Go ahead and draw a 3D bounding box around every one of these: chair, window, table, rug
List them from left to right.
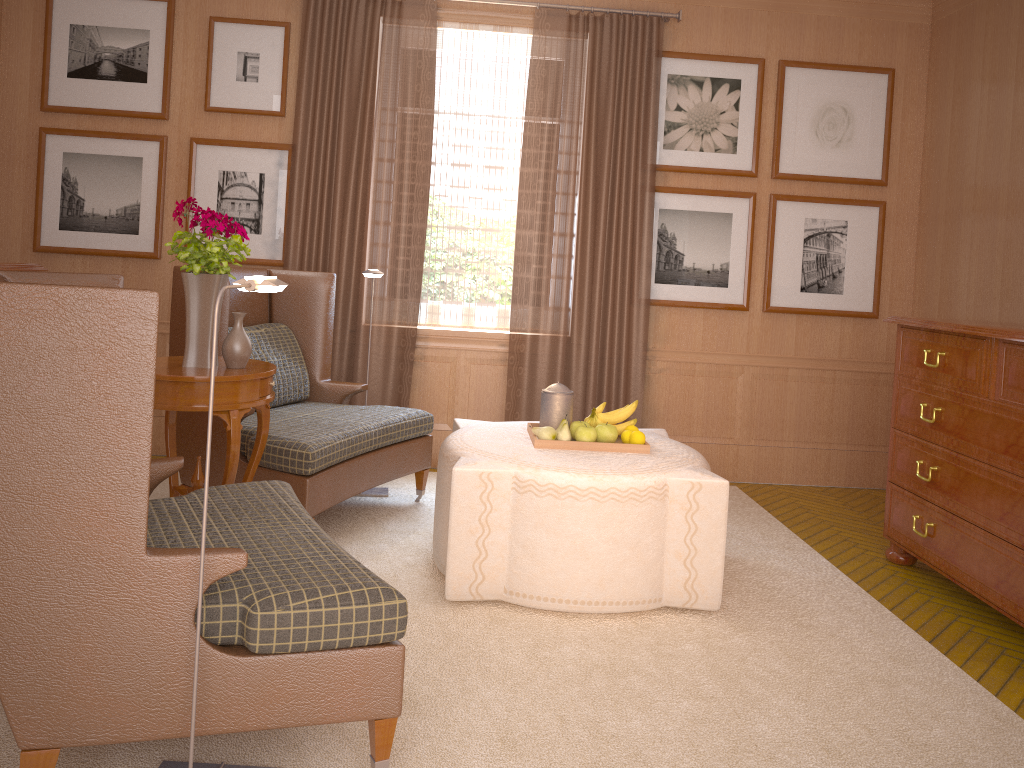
[{"bbox_3d":[-1.601,0.526,3.971,1.717,1.969,1.925,1,5,-29],"label":"chair"},{"bbox_3d":[-2.050,0.562,5.727,0.926,1.369,1.044,4,3,4],"label":"table"},{"bbox_3d":[-1.814,0.069,7.237,1.726,1.969,1.916,5,4,21],"label":"chair"},{"bbox_3d":[-0.426,1.461,4.968,5.990,0.020,8.026,3,8,-4],"label":"rug"},{"bbox_3d":[-0.392,-2.221,9.505,2.432,3.373,0.849,3,1,-4],"label":"window"}]

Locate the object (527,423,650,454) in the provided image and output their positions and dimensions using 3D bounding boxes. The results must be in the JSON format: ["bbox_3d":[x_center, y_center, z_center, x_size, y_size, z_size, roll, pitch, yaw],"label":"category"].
[{"bbox_3d":[0.533,0.386,6.357,0.800,0.059,0.644,3,8,-4],"label":"object"}]

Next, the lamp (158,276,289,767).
[{"bbox_3d":[-1.164,0.581,3.555,0.562,2.027,0.633,3,2,-33],"label":"lamp"}]

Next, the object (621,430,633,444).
[{"bbox_3d":[0.830,0.383,6.249,0.111,0.110,0.134,3,5,-1],"label":"object"}]

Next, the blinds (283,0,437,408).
[{"bbox_3d":[-1.571,-1.542,8.912,1.428,4.791,0.267,3,1,-2],"label":"blinds"}]

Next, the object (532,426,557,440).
[{"bbox_3d":[0.219,0.356,6.118,0.194,0.128,0.133,5,5,16],"label":"object"}]

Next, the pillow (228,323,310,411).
[{"bbox_3d":[-2.208,-0.139,7.399,0.540,0.705,1.078,5,6,21],"label":"pillow"}]

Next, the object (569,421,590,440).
[{"bbox_3d":[0.489,0.336,6.303,0.155,0.134,0.160,4,5,0],"label":"object"}]

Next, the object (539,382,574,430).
[{"bbox_3d":[0.326,0.177,6.416,0.234,0.391,0.236,2,3,-37],"label":"object"}]

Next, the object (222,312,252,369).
[{"bbox_3d":[-1.776,-0.283,5.696,0.186,0.357,0.186,5,3,30],"label":"object"}]

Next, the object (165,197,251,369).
[{"bbox_3d":[-1.958,-0.659,5.687,0.524,1.087,0.458,3,2,-5],"label":"object"}]

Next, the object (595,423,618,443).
[{"bbox_3d":[0.661,0.355,6.205,0.170,0.147,0.172,8,7,42],"label":"object"}]

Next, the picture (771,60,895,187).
[{"bbox_3d":[3.395,-2.751,9.298,1.249,1.247,0.048,3,1,-4],"label":"picture"}]

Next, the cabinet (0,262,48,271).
[{"bbox_3d":[-4.373,0.171,5.608,1.415,1.935,2.789,3,5,-4],"label":"cabinet"}]

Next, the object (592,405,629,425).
[{"bbox_3d":[0.713,0.243,6.476,0.376,0.171,0.065,-1,4,-37],"label":"object"}]

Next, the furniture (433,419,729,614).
[{"bbox_3d":[0.423,0.861,6.357,1.948,0.897,1.968,3,7,-7],"label":"furniture"}]

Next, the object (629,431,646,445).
[{"bbox_3d":[0.879,0.391,6.165,0.114,0.133,0.107,7,5,43],"label":"object"}]

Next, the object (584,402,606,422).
[{"bbox_3d":[0.601,0.229,6.520,0.104,0.158,0.377,5,7,20],"label":"object"}]

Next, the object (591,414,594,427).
[{"bbox_3d":[0.646,0.286,6.513,0.062,0.181,0.395,4,6,25],"label":"object"}]

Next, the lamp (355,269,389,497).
[{"bbox_3d":[-1.265,-0.014,7.896,0.562,2.023,0.633,2,2,-42],"label":"lamp"}]

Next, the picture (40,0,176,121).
[{"bbox_3d":[-4.055,-3.318,8.839,1.249,1.247,0.048,3,1,-4],"label":"picture"}]

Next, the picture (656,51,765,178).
[{"bbox_3d":[1.994,-2.825,9.213,1.249,1.247,0.048,3,1,-4],"label":"picture"}]

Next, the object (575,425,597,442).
[{"bbox_3d":[0.514,0.361,6.134,0.155,0.134,0.160,4,5,0],"label":"object"}]

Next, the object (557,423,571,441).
[{"bbox_3d":[0.361,0.341,6.094,0.098,0.148,0.098,5,3,32],"label":"object"}]

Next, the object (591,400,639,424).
[{"bbox_3d":[0.764,0.207,6.426,0.403,0.169,0.071,0,3,-27],"label":"object"}]

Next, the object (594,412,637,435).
[{"bbox_3d":[0.762,0.286,6.415,0.396,0.172,0.073,0,3,-28],"label":"object"}]

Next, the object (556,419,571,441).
[{"bbox_3d":[0.358,0.339,6.212,0.130,0.196,0.130,5,3,32],"label":"object"}]

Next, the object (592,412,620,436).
[{"bbox_3d":[0.723,0.291,6.458,0.385,0.199,0.062,-2,4,-39],"label":"object"}]

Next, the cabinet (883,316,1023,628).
[{"bbox_3d":[3.715,0.643,5.768,1.415,1.935,2.789,3,5,-4],"label":"cabinet"}]

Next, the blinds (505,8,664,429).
[{"bbox_3d":[0.744,-1.425,9.056,1.446,4.781,0.267,3,1,-5],"label":"blinds"}]

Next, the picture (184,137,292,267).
[{"bbox_3d":[-2.764,-1.843,8.943,1.049,1.247,0.048,3,1,-4],"label":"picture"}]

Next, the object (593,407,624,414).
[{"bbox_3d":[0.704,0.219,6.523,0.408,0.128,0.091,-4,7,-45],"label":"object"}]

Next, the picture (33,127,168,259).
[{"bbox_3d":[-4.141,-1.916,8.859,1.249,1.247,0.048,3,1,-4],"label":"picture"}]

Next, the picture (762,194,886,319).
[{"bbox_3d":[3.309,-1.349,9.318,1.249,1.247,0.048,3,1,-4],"label":"picture"}]

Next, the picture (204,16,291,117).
[{"bbox_3d":[-2.680,-3.215,8.924,0.804,0.956,0.048,3,1,-4],"label":"picture"}]

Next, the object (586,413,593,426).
[{"bbox_3d":[0.582,0.280,6.523,0.071,0.185,0.395,4,6,10],"label":"object"}]

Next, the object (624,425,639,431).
[{"bbox_3d":[0.869,0.364,6.399,0.114,0.133,0.107,7,5,43],"label":"object"}]

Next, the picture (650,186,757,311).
[{"bbox_3d":[1.909,-1.423,9.232,1.249,1.247,0.048,3,1,-4],"label":"picture"}]
